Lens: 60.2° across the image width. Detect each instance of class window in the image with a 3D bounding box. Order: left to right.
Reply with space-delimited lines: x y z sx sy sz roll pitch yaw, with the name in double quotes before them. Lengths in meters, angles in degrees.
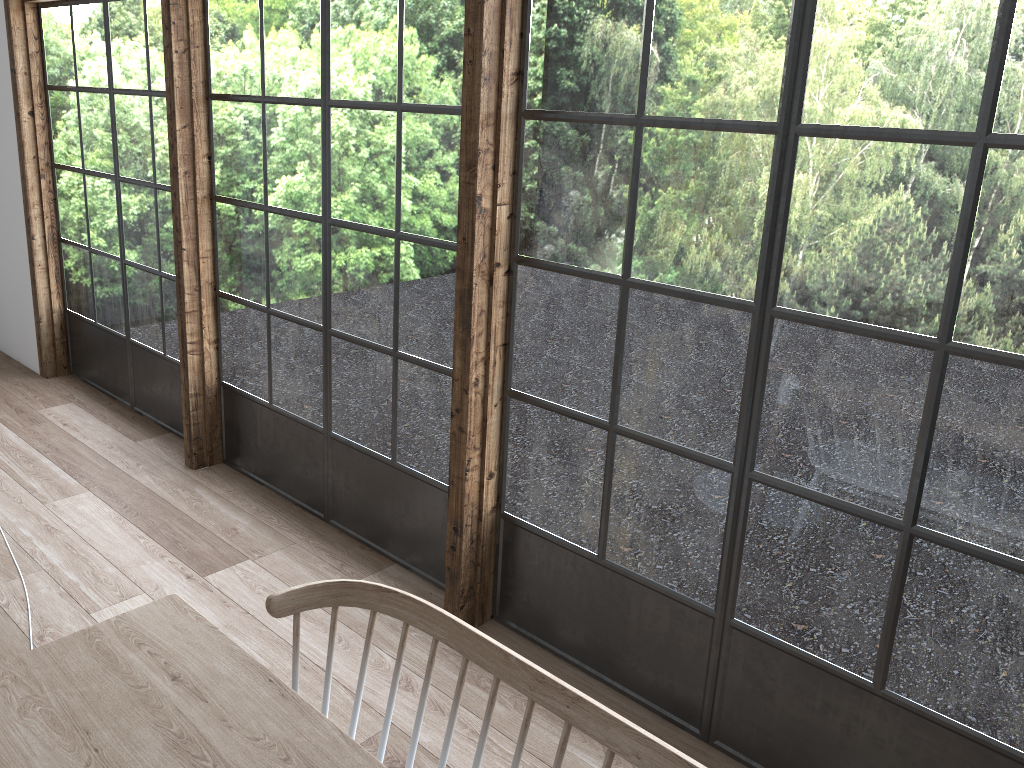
"window" -0.759 -0.466 3.351 5.598 2.228 0.158 18 22 40

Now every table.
"table" -0.260 1.134 0.916 2.115 0.740 0.915 18 23 40

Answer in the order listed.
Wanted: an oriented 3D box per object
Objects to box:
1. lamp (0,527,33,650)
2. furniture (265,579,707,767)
"lamp" -1.527 -0.092 2.496 0.856 1.998 5.386 -4 19 -22
"furniture" -0.021 0.970 1.339 1.409 0.800 0.532 18 22 40
